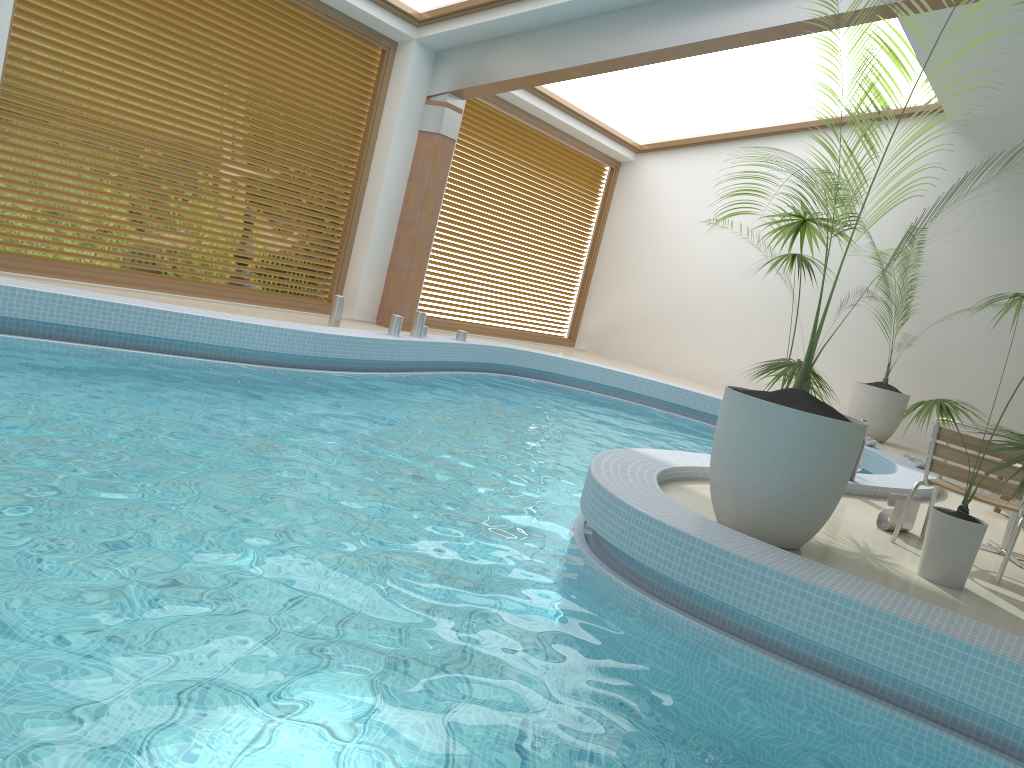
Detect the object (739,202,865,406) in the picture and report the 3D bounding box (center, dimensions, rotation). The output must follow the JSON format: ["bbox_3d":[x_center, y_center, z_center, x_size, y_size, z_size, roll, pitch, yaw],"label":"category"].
[{"bbox_3d":[1.539,-0.177,5.075,0.791,1.695,1.059,16,7,20],"label":"object"}]

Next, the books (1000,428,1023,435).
[{"bbox_3d":[2.996,0.295,5.177,0.241,0.004,0.166,12,7,-16],"label":"books"}]

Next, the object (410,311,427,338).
[{"bbox_3d":[-0.931,-0.592,8.822,0.115,0.254,0.115,12,7,-17],"label":"object"}]

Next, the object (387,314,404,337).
[{"bbox_3d":[-1.107,-0.555,8.426,0.115,0.194,0.115,12,7,-17],"label":"object"}]

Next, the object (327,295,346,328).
[{"bbox_3d":[-1.676,-0.685,8.480,0.115,0.320,0.115,13,7,-8],"label":"object"}]

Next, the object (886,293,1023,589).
[{"bbox_3d":[2.314,0.138,4.085,0.791,1.695,1.059,11,7,-21],"label":"object"}]

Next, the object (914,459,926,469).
[{"bbox_3d":[3.800,0.748,8.233,0.140,0.069,0.140,14,7,2],"label":"object"}]

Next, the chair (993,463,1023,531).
[{"bbox_3d":[4.792,0.873,6.545,1.903,0.866,0.861,15,7,11],"label":"chair"}]

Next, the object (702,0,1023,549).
[{"bbox_3d":[1.609,-0.715,4.221,2.729,2.960,2.979,8,9,-40],"label":"object"}]

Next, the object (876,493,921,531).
[{"bbox_3d":[2.269,0.750,5.203,0.272,0.223,0.081,9,9,-37],"label":"object"}]

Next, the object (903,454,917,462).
[{"bbox_3d":[4.146,0.787,9.262,0.140,0.069,0.140,14,7,2],"label":"object"}]

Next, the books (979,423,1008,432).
[{"bbox_3d":[2.901,0.268,5.240,0.241,0.004,0.166,12,7,-16],"label":"books"}]

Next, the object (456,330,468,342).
[{"bbox_3d":[-0.549,-0.527,9.670,0.115,0.107,0.115,13,7,-8],"label":"object"}]

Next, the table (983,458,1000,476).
[{"bbox_3d":[5.030,0.940,9.013,0.283,0.255,0.320,13,7,-5],"label":"table"}]

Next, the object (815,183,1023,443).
[{"bbox_3d":[4.826,-0.717,10.610,2.979,2.960,2.729,14,7,-3],"label":"object"}]

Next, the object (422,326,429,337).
[{"bbox_3d":[-0.920,-0.543,9.067,0.115,0.107,0.115,13,7,-8],"label":"object"}]

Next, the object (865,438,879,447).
[{"bbox_3d":[3.695,0.609,9.134,0.140,0.069,0.140,14,7,2],"label":"object"}]

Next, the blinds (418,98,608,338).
[{"bbox_3d":[-0.038,-2.147,12.477,0.095,2.921,4.414,18,8,32],"label":"blinds"}]

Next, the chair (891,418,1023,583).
[{"bbox_3d":[2.531,0.599,4.788,0.563,0.727,0.618,7,10,-45],"label":"chair"}]

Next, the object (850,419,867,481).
[{"bbox_3d":[2.428,0.462,6.268,0.109,0.435,0.109,11,7,-22],"label":"object"}]

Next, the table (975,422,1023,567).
[{"bbox_3d":[3.019,0.672,5.252,0.700,0.720,0.700,9,9,-38],"label":"table"}]

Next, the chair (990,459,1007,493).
[{"bbox_3d":[5.605,0.875,8.137,1.903,0.866,0.861,13,7,-5],"label":"chair"}]

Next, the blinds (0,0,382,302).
[{"bbox_3d":[-2.887,-2.310,8.144,0.095,2.921,4.200,18,8,32],"label":"blinds"}]

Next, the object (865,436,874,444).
[{"bbox_3d":[3.717,0.592,9.315,0.140,0.069,0.140,14,7,2],"label":"object"}]

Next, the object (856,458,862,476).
[{"bbox_3d":[2.545,0.608,6.580,0.102,0.137,0.102,20,9,41],"label":"object"}]
